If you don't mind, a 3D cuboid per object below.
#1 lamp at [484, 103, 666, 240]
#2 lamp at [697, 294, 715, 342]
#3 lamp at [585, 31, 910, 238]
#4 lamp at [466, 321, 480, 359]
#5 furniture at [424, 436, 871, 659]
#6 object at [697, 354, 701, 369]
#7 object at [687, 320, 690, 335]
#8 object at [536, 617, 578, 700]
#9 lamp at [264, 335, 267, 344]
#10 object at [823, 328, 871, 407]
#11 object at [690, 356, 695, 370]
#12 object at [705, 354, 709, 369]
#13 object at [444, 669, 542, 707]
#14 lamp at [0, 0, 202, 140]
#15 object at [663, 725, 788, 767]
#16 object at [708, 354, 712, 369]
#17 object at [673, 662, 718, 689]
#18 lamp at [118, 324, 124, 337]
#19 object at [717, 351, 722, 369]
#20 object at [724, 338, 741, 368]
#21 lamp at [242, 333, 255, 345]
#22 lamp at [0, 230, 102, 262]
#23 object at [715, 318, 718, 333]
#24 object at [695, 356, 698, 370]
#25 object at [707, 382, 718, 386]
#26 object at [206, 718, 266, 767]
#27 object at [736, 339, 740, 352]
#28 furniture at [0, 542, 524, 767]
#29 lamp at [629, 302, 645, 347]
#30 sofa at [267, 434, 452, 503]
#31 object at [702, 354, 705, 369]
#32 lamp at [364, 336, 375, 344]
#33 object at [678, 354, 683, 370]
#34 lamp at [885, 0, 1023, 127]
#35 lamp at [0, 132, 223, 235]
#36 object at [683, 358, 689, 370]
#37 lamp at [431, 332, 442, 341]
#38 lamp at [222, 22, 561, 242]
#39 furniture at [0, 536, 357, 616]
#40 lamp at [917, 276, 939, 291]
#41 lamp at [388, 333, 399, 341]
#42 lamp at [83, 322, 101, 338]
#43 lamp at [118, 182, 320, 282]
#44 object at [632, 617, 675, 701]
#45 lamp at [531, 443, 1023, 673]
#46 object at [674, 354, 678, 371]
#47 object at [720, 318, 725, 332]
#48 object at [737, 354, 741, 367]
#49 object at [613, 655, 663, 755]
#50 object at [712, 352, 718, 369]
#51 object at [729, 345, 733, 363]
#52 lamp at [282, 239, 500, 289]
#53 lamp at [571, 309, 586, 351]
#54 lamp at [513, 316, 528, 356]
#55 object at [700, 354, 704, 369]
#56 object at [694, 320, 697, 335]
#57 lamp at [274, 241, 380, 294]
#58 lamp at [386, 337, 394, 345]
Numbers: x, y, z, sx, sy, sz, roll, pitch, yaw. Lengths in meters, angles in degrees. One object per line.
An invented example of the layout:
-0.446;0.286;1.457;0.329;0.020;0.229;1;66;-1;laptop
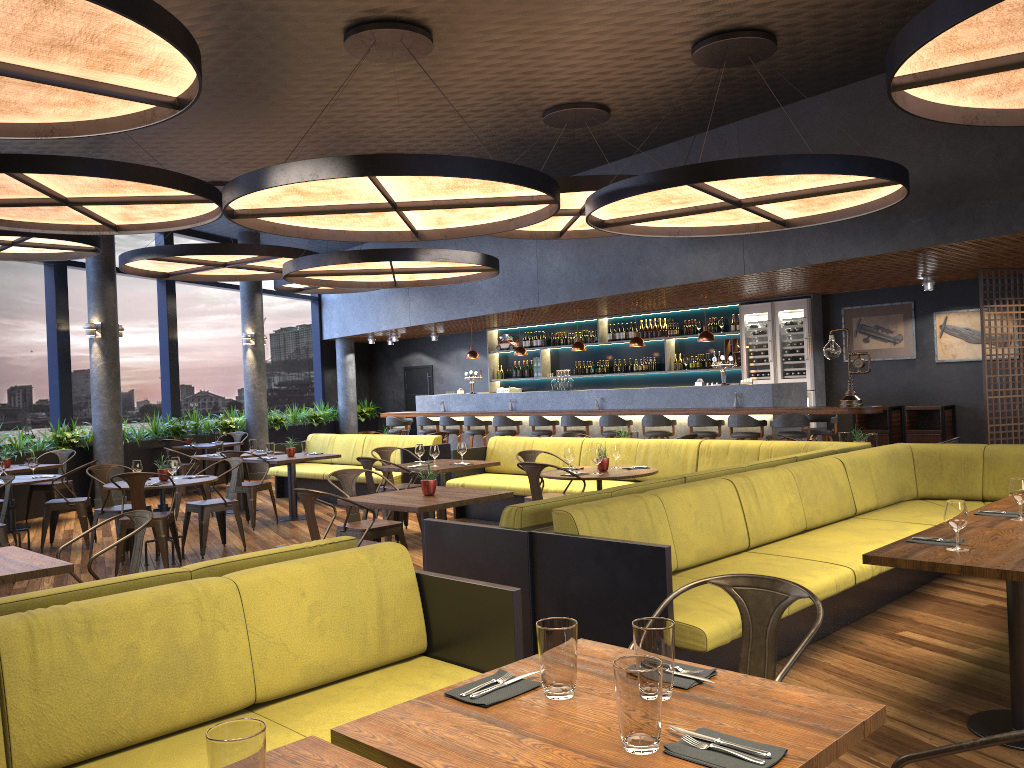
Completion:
0.737;-2.411;9.812;2.778;1.159;2.778;-2;0;5;lamp
2.737;-0.938;12.551;0.250;0.673;0.250;-2;0;-13;lamp
2.024;-2.290;7.974;2.778;1.475;2.778;-2;0;-41;lamp
-0.721;-0.789;15.954;0.250;0.673;0.250;-2;0;32;lamp
1.121;1.033;6.714;7.462;0.914;4.895;-2;0;40;furniture
3.096;-0.367;14.683;0.063;0.254;0.063;-2;0;-43;object
2.983;-0.942;14.925;0.063;0.254;0.063;-2;0;7;object
0.113;0.672;2.168;0.102;0.178;0.102;-2;0;-10;object
-4.654;-0.819;16.538;0.215;0.215;0.189;-2;0;23;lamp
4.029;-0.200;10.657;0.566;0.944;0.263;-2;0;37;object
3.009;-0.348;14.791;0.088;0.224;0.088;-2;0;14;object
3.220;-0.372;14.637;0.063;0.254;0.063;-2;0;7;object
-0.032;0.758;2.243;0.157;0.019;0.255;-2;0;44;object
-3.130;-2.257;4.682;2.778;1.159;2.778;-2;0;34;lamp
0.416;0.739;1.813;0.255;0.019;0.157;-2;0;44;object
3.272;-0.374;14.702;0.063;0.254;0.063;-2;0;-38;object
0.421;0.740;2.281;0.255;0.019;0.157;-2;0;44;object
-5.854;-0.774;13.169;0.215;0.215;0.189;-2;0;20;lamp
3.402;-0.395;14.515;0.079;0.281;0.079;-2;0;38;object
3.595;-0.501;14.279;0.300;0.475;0.161;-2;0;44;object
-4.780;-0.815;15.989;0.215;0.215;0.189;-2;0;5;lamp
-6.109;-2.184;10.819;1.979;1.093;1.979;-2;0;8;lamp
3.346;-0.957;14.552;0.063;0.254;0.063;-2;0;7;object
3.097;-0.352;14.859;0.088;0.224;0.088;-2;0;39;object
3.357;0.217;14.599;0.310;0.492;0.204;-2;0;45;object
-0.482;0.696;1.562;0.102;0.178;0.102;-2;0;-10;object
3.645;-0.614;14.229;0.097;0.206;0.097;-2;0;-5;object
-0.013;1.072;0.862;4.755;0.916;3.378;-2;0;45;furniture
1.876;-0.901;13.399;0.250;0.673;0.250;-2;0;-13;lamp
-2.217;1.180;12.318;3.061;0.914;0.966;-2;0;45;sofa
3.200;-0.371;14.809;0.063;0.254;0.063;-2;0;7;object
-3.011;-0.950;19.013;0.228;0.172;0.228;-2;0;45;lamp
2.859;-0.371;15.049;0.079;0.281;0.079;-2;0;23;object
3.227;-2.345;4.145;2.778;1.475;2.778;-2;0;45;lamp
-4.171;-2.208;8.264;2.778;1.159;2.778;-2;0;22;lamp
2.926;-0.336;14.909;0.097;0.206;0.097;-2;0;13;object
-1.644;-1.008;18.780;0.228;0.172;0.228;-2;0;45;lamp
-1.011;-2.164;7.484;2.778;1.475;2.778;-2;0;4;lamp
-3.314;1.215;4.114;4.503;0.914;3.372;-2;0;45;furniture
5.444;-1.313;11.594;0.228;0.172;0.228;-2;0;45;lamp
-2.429;-0.975;18.416;0.228;0.172;0.228;-2;0;45;lamp
-6.002;-0.769;12.625;0.215;0.215;0.189;-2;0;12;lamp
-4.099;-2.205;12.622;2.778;1.159;2.778;-2;0;-10;lamp
0.343;0.663;2.133;0.102;0.178;0.102;-2;0;30;object
4.317;-0.001;6.572;3.017;2.714;9.057;-2;0;45;lamp
2.793;-0.368;15.115;0.079;0.281;0.079;-2;0;-42;object
3.450;-0.962;14.540;0.063;0.254;0.063;-2;0;-38;object
3.655;-0.380;14.229;0.097;0.206;0.097;-2;0;-5;object
0.264;0.666;1.837;0.102;0.178;0.102;-2;0;30;object
3.335;-0.392;14.581;0.079;0.281;0.079;-2;0;18;object
3.547;-0.453;14.330;0.091;0.369;0.092;-2;0;14;object
-1.580;-2.135;11.551;2.778;1.475;2.778;-2;0;9;lamp
1.054;-0.866;14.208;0.250;0.673;0.250;-2;0;-13;lamp
0.129;-0.826;15.118;0.250;0.673;0.250;-2;0;-13;lamp
3.148;-0.369;14.744;0.063;0.254;0.063;-2;0;-18;object
3.066;-0.945;14.846;0.063;0.254;0.063;-2;0;32;object
-3.332;-2.292;16.148;1.979;1.093;1.979;-2;0;8;lamp
-2.721;-0.961;19.839;0.228;0.172;0.228;-2;0;45;lamp
